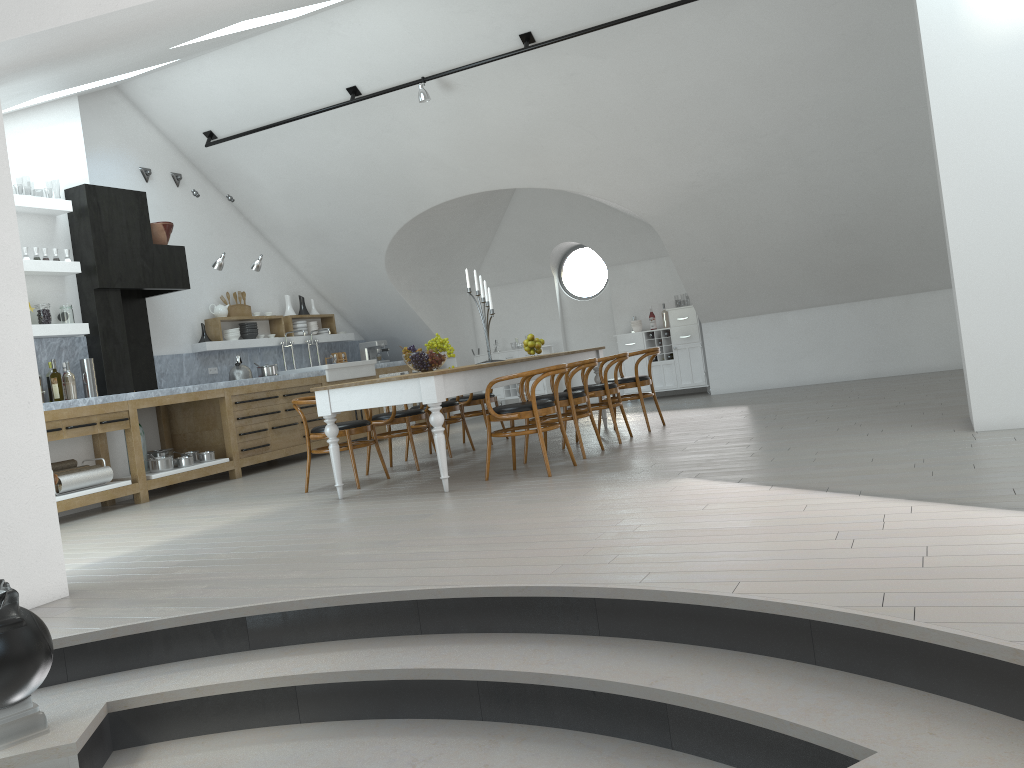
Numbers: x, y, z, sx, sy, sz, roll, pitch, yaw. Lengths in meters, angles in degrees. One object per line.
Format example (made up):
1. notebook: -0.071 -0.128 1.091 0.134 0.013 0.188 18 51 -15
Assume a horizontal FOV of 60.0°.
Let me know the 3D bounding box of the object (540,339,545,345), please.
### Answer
1. object: 0.281 -0.398 8.418 0.063 0.063 0.062 -8 1 -12

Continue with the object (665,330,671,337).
1. object: 2.082 -0.669 11.708 0.087 0.085 0.360 -7 2 26

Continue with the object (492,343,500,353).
1. object: -0.227 -0.519 12.826 0.101 0.138 0.067 -7 1 25

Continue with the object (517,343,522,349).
1. object: 0.108 -0.529 12.448 0.077 0.085 0.077 -8 1 13

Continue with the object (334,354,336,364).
1. object: -2.306 -0.293 11.587 0.040 0.192 0.042 -8 0 -28

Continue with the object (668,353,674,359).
1. object: 2.121 -0.367 11.715 0.081 0.081 0.359 -7 2 23

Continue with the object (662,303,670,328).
1. object: 2.032 -0.904 11.755 0.085 0.331 0.085 -8 0 -15

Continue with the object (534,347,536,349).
1. object: 0.241 -0.371 8.456 0.076 0.076 0.077 -8 1 -8

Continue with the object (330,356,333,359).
1. object: -2.349 -0.288 11.608 0.040 0.192 0.042 -8 0 -27

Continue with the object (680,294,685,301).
1. object: 2.269 -1.102 11.752 0.054 0.179 0.054 -8 0 20

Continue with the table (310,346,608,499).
1. table: -0.191 0.224 7.477 1.017 0.799 3.355 -7 2 26

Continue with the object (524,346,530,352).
1. object: 0.145 -0.331 8.365 0.059 0.056 0.059 -7 1 20

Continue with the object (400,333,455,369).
1. object: -0.643 -0.235 6.748 0.394 0.284 0.292 -8 1 -10

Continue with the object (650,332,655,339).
1. object: 1.899 -0.651 11.805 0.092 0.094 0.360 -7 2 26

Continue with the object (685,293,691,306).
1. object: 2.331 -1.114 11.742 0.063 0.187 0.063 -8 0 12

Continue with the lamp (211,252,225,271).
1. lamp: -2.975 -1.234 8.980 0.164 0.178 0.116 -7 1 44

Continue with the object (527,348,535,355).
1. object: 0.183 -0.314 8.431 0.080 0.074 0.078 -8 1 -20

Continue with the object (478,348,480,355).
1. object: -0.471 -0.378 12.681 0.029 0.268 0.088 -8 0 -38

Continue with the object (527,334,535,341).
1. object: 0.180 -0.440 8.396 0.072 0.074 0.072 -7 1 26

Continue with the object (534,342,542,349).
1. object: 0.245 -0.362 8.348 0.071 0.072 0.070 -8 1 -10

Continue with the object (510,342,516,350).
1. object: 0.021 -0.528 12.449 0.081 0.105 0.082 -7 1 39

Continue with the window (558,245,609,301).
1. window: 1.051 -1.600 12.726 0.898 0.900 0.060 -7 0 25

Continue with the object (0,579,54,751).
1. object: -1.686 0.873 2.912 0.320 0.562 0.321 -8 1 -2

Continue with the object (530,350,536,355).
1. object: 0.197 -0.299 8.365 0.049 0.050 0.051 -7 1 29

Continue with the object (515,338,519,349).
1. object: 0.074 -0.569 12.507 0.048 0.169 0.048 -8 0 13

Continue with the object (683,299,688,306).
1. object: 2.293 -1.062 11.685 0.071 0.098 0.071 -7 1 34

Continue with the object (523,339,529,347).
1. object: 0.139 -0.386 8.390 0.066 0.071 0.072 -8 1 -5

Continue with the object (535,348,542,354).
1. object: 0.253 -0.316 8.405 0.063 0.063 0.064 -7 1 37

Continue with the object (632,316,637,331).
1. object: 1.679 -0.827 12.153 0.115 0.209 0.065 -8 0 28

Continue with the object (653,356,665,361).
1. object: 1.968 -0.352 11.796 0.156 0.085 0.332 -7 2 27

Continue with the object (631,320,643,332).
1. object: 1.679 -0.774 11.908 0.158 0.160 0.154 -9 1 -36

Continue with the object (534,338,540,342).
1. object: 0.236 -0.408 8.381 0.058 0.057 0.053 -7 1 40

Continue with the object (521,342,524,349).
1. object: 0.151 -0.542 12.529 0.094 0.093 0.093 -8 1 13

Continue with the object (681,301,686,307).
1. object: 2.235 -1.046 11.627 0.077 0.085 0.077 -7 1 33

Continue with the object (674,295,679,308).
1. object: 2.168 -1.079 11.648 0.048 0.169 0.048 -8 0 -32

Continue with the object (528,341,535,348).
1. object: 0.183 -0.373 8.331 0.071 0.064 0.072 -7 1 19

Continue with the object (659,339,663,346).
1. object: 2.007 -0.553 11.768 0.085 0.085 0.331 -7 2 25

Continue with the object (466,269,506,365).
1. object: -0.242 -0.616 7.630 0.265 0.875 0.775 -8 1 0

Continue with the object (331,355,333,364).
1. object: -2.341 -0.285 11.582 0.019 0.196 0.022 -8 0 14

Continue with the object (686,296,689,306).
1. object: 2.302 -1.085 11.588 0.046 0.143 0.046 -8 0 37

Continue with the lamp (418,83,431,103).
1. lamp: -0.823 -2.720 8.271 0.113 0.175 0.114 -8 1 -12

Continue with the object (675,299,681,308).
1. object: 2.173 -1.045 11.567 0.082 0.105 0.081 -8 1 -26

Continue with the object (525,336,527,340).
1. object: 0.218 -0.594 12.507 0.054 0.179 0.054 -8 0 3

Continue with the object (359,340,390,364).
1. object: -1.815 -0.426 12.048 0.386 0.320 0.325 -7 1 25

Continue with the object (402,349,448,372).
1. object: -0.652 -0.171 6.772 0.360 0.159 0.360 -8 2 6

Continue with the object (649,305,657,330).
1. object: 1.873 -0.884 11.838 0.081 0.329 0.081 -8 0 21

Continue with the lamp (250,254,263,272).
1. lamp: -2.727 -1.289 9.501 0.168 0.176 0.112 -8 1 18

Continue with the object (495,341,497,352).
1. object: -0.239 -0.553 12.835 0.039 0.175 0.054 -8 0 26

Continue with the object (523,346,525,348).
1. object: 0.141 -0.359 8.449 0.062 0.059 0.062 -7 1 30

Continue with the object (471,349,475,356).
1. object: -0.520 -0.372 12.704 0.088 0.268 0.029 -8 0 -1
